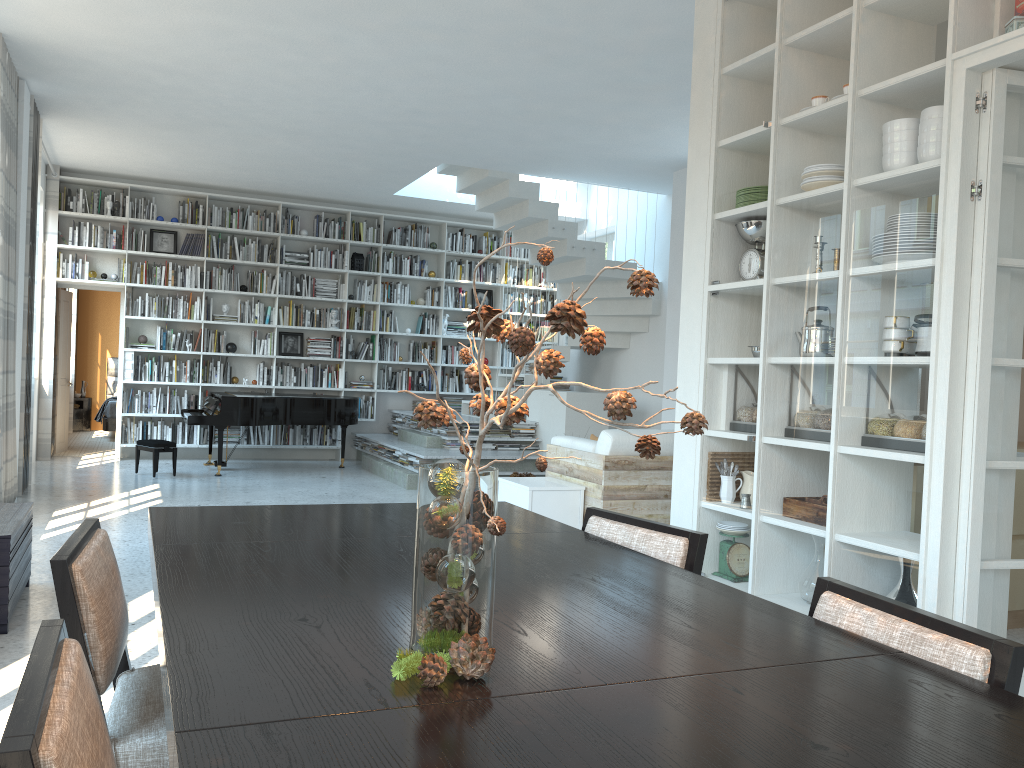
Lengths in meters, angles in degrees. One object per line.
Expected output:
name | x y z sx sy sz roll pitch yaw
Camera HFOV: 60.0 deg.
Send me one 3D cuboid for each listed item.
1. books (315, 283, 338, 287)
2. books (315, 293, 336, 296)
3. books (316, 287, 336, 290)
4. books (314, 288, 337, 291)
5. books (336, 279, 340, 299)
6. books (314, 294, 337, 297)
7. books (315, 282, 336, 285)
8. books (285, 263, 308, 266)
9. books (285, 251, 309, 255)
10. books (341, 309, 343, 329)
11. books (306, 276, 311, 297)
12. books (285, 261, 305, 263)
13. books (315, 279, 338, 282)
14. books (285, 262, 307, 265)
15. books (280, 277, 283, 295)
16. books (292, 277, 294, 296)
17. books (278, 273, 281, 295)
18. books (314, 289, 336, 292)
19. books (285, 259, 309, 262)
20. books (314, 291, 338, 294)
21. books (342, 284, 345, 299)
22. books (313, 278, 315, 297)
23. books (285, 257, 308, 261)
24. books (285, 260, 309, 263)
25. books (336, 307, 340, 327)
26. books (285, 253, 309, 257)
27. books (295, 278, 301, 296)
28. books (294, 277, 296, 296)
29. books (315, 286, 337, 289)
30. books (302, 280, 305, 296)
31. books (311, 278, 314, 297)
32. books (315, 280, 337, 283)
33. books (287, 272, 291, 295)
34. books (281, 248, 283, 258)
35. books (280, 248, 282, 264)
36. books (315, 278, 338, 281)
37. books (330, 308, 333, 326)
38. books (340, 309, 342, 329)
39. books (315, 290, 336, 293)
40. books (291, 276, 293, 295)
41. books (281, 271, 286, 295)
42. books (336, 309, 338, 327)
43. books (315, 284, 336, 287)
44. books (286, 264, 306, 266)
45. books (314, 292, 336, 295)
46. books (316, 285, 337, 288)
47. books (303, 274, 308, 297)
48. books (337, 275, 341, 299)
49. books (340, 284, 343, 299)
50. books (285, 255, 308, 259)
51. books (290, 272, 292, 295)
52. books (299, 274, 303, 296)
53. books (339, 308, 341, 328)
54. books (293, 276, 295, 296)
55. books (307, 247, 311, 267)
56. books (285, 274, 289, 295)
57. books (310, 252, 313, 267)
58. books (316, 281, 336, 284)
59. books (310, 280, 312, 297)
books | -2.340 -1.236 11.097 0.285 0.012 0.159 2 0 -24
books | -2.346 -1.115 11.101 0.254 0.012 0.161 2 0 -23
books | -2.342 -1.187 11.097 0.254 0.012 0.161 2 0 -22
books | -2.343 -1.175 11.098 0.285 0.012 0.159 2 0 -22
books | -2.192 -1.180 11.144 0.012 0.254 0.161 2 1 -23
books | -2.345 -1.102 11.100 0.285 0.012 0.159 2 0 -22
books | -2.336 -1.248 11.088 0.254 0.012 0.161 2 0 -18
books | -2.670 -1.470 10.941 0.285 0.012 0.159 2 0 -20
books | -2.666 -1.610 10.945 0.285 0.024 0.159 2 0 -23
books | -2.157 -0.815 11.202 0.023 0.265 0.107 2 1 -23
books | -2.529 -1.201 10.996 0.021 0.269 0.191 2 1 -23
books | -2.669 -1.494 10.940 0.254 0.012 0.161 2 0 -26
books | -2.334 -1.286 11.087 0.285 0.012 0.159 2 1 -28
books | -2.668 -1.482 10.937 0.254 0.012 0.161 2 0 -18
books | -2.845 -1.194 10.889 0.027 0.228 0.147 2 1 -23
books | -2.715 -1.191 10.932 0.014 0.233 0.147 2 1 -23
books | -2.862 -1.214 10.864 0.026 0.267 0.170 2 1 -23
books | -2.342 -1.163 11.096 0.254 0.012 0.161 2 0 -25
books | -2.669 -1.519 10.942 0.285 0.012 0.159 2 0 -25
books | -2.342 -1.139 11.094 0.285 0.012 0.159 2 0 -26
books | -2.142 -1.154 11.187 0.030 0.205 0.158 2 1 -23
books | -2.476 -1.188 11.014 0.013 0.247 0.176 2 1 -23
books | -2.664 -1.536 10.935 0.285 0.024 0.159 2 0 -18
books | -2.669 -1.507 10.940 0.285 0.012 0.159 2 0 -26
books | -2.203 -0.824 11.179 0.025 0.279 0.108 2 1 -23
books | -2.665 -1.585 10.941 0.285 0.024 0.159 2 0 -21
books | -2.651 -1.190 10.950 0.066 0.237 0.153 2 1 -23
books | -2.689 -1.193 10.940 0.011 0.239 0.147 2 1 -23
books | -2.340 -1.199 11.093 0.285 0.012 0.159 2 0 -20
books | -2.592 -1.178 10.982 0.024 0.216 0.147 2 1 -23
books | -2.494 -1.188 11.019 0.015 0.245 0.183 2 1 -23
books | -2.339 -1.274 11.098 0.254 0.012 0.161 2 0 -23
books | -2.755 -1.224 10.919 0.029 0.295 0.151 2 1 -23
books | -2.829 -1.555 10.869 0.013 0.218 0.141 2 1 -23
books | -2.843 -1.547 10.849 0.027 0.201 0.167 2 1 -23
books | -2.336 -1.298 11.093 0.285 0.012 0.159 2 0 -21
books | -2.274 -0.819 11.147 0.014 0.263 0.135 2 1 -23
books | -2.171 -0.814 11.188 0.014 0.261 0.137 2 1 -23
books | -2.342 -1.151 11.096 0.254 0.012 0.161 2 0 -21
books | -2.726 -1.201 10.927 0.011 0.252 0.153 2 1 -23
books | -2.812 -1.227 10.883 0.026 0.297 0.179 2 1 -23
books | -2.222 -0.816 11.159 0.025 0.260 0.130 2 1 -23
books | -2.339 -1.224 11.095 0.254 0.012 0.161 2 0 -21
books | -2.670 -1.458 10.939 0.254 0.012 0.161 2 0 -19
books | -2.344 -1.127 11.099 0.254 0.012 0.161 2 0 -24
books | -2.339 -1.211 11.093 0.254 0.012 0.161 2 0 -26
books | -2.566 -1.214 10.995 0.049 0.291 0.162 2 1 -23
books | -2.185 -1.212 11.163 0.012 0.319 0.139 2 1 -23
books | -2.167 -1.151 11.170 0.029 0.198 0.172 2 1 -23
books | -2.664 -1.561 10.937 0.254 0.025 0.161 2 1 -27
books | -2.734 -1.225 10.919 0.011 0.300 0.179 2 1 -23
books | -2.615 -1.213 10.979 0.022 0.285 0.130 2 1 -23
books | -2.179 -0.817 11.171 0.014 0.266 0.153 2 1 -23
books | -2.700 -1.199 10.934 0.014 0.250 0.172 2 1 -23
books | -2.520 -1.561 10.995 0.012 0.254 0.161 2 1 -23
books | -2.773 -1.210 10.892 0.025 0.266 0.185 2 1 -23
books | -2.503 -1.527 10.999 0.025 0.187 0.193 2 1 -23
books | -2.338 -1.262 11.094 0.254 0.012 0.161 2 0 -21
books | -2.515 -1.175 11.020 0.024 0.216 0.132 2 1 -23
